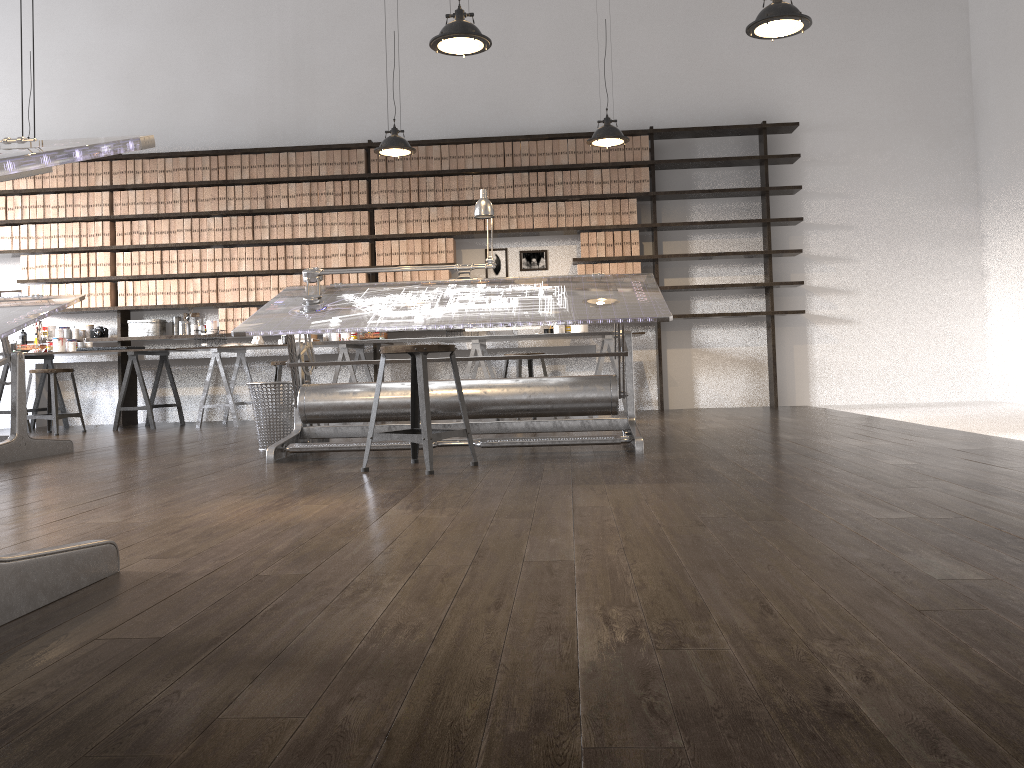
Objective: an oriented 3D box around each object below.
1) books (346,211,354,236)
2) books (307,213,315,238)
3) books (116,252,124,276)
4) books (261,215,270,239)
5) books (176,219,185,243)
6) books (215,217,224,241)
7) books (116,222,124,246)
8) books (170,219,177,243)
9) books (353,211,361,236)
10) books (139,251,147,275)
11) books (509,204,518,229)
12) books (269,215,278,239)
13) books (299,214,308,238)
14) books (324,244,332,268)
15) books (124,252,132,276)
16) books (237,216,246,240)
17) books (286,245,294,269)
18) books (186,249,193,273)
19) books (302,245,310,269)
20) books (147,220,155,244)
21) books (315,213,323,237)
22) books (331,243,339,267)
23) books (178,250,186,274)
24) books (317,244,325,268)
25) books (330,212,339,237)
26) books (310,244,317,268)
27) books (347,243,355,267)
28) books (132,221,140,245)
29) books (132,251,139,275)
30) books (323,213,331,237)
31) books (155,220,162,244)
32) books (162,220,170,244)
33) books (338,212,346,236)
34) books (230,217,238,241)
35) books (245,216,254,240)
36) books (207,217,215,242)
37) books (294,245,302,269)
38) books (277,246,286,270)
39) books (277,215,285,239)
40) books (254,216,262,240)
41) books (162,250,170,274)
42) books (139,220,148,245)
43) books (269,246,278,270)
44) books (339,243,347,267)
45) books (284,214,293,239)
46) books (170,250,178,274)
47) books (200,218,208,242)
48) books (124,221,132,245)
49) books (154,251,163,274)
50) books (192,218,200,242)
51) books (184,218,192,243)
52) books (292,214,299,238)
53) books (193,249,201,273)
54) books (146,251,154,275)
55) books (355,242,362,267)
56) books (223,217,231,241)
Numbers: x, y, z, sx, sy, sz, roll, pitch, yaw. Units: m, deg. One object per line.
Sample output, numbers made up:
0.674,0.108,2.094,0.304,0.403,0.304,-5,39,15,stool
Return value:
-1.428,-1.411,7.899,0.067,0.226,0.174,-2,-1,4,books
-1.776,-1.401,7.922,0.067,0.226,0.174,-2,-1,4,books
-3.507,-1.070,8.021,0.067,0.226,0.174,-2,-1,4,books
-2.186,-1.388,7.948,0.067,0.226,0.174,-2,-1,4,books
-2.960,-1.364,7.997,0.067,0.226,0.174,-2,-1,4,books
-2.606,-1.375,7.972,0.067,0.226,0.174,-2,-1,4,books
-3.517,-1.347,8.034,0.067,0.226,0.174,-2,-1,4,books
-3.022,-1.363,8.002,0.067,0.226,0.174,-2,-1,4,books
-1.364,-1.414,7.900,0.067,0.226,0.174,-2,-1,4,books
-3.300,-1.076,8.010,0.067,0.226,0.174,-2,-1,4,books
0.013,-1.462,7.814,0.067,0.226,0.174,-2,-1,4,books
-2.115,-1.391,7.948,0.067,0.226,0.174,-2,-1,4,books
-1.848,-1.399,7.928,0.067,0.226,0.174,-2,-1,4,books
-1.617,-1.128,7.907,0.067,0.226,0.174,-2,-1,4,books
-3.435,-1.072,8.014,0.067,0.226,0.174,-2,-1,4,books
-2.405,-1.382,7.966,0.067,0.226,0.174,-2,-1,4,books
-1.963,-1.118,7.930,0.067,0.226,0.174,-2,-1,4,books
-2.873,-1.090,7.985,0.067,0.226,0.174,-2,-1,4,books
-1.821,-1.122,7.921,0.067,0.226,0.174,-2,-1,4,books
-3.227,-1.356,8.016,0.067,0.226,0.174,-2,-1,4,books
-1.705,-1.403,7.922,0.067,0.226,0.174,-2,-1,4,books
-1.554,-1.130,7.902,0.067,0.226,0.174,-2,-1,4,books
-2.944,-1.087,7.990,0.067,0.226,0.174,-2,-1,4,books
-1.684,-1.126,7.906,0.067,0.226,0.174,-2,-1,4,books
-1.566,-1.407,7.911,0.067,0.226,0.174,-2,-1,4,books
-1.751,-1.124,7.916,0.067,0.226,0.174,-2,-1,4,books
-1.418,-1.134,7.895,0.067,0.226,0.174,-2,-1,4,books
-3.368,-1.352,8.025,0.067,0.226,0.174,-2,-1,4,books
-3.363,-1.074,8.009,0.067,0.226,0.174,-2,-1,4,books
-1.635,-1.405,7.919,0.067,0.226,0.174,-2,-1,4,books
-3.156,-1.359,8.012,0.067,0.226,0.174,-2,-1,4,books
-3.089,-1.360,8.002,0.067,0.226,0.174,-2,-1,4,books
-1.494,-1.409,7.903,0.067,0.226,0.174,-2,-1,4,books
-2.471,-1.380,7.968,0.067,0.226,0.174,-2,-1,4,books
-2.331,-1.384,7.956,0.067,0.226,0.174,-2,-1,4,books
-2.678,-1.373,7.979,0.067,0.226,0.174,-2,-1,4,books
-1.892,-1.120,7.921,0.067,0.226,0.174,-2,-1,4,books
-2.038,-1.115,7.929,0.067,0.226,0.174,-2,-1,4,books
-2.044,-1.393,7.943,0.067,0.226,0.174,-2,-1,4,books
-2.256,-1.386,7.957,0.067,0.226,0.174,-2,-1,4,books
-3.085,-1.083,7.999,0.067,0.226,0.174,-2,-1,4,books
-3.298,-1.354,8.016,0.067,0.226,0.174,-2,-1,4,books
-2.112,-1.113,7.939,0.067,0.226,0.174,-2,-1,4,books
-1.488,-1.132,7.896,0.067,0.226,0.174,-2,-1,4,books
-1.977,-1.395,7.933,0.067,0.226,0.174,-2,-1,4,books
-3.015,-1.085,7.990,0.067,0.226,0.174,-2,-1,4,books
-2.748,-1.371,7.988,0.067,0.226,0.174,-2,-1,4,books
-3.444,-1.350,8.024,0.067,0.226,0.174,-2,-1,4,books
-3.161,-1.081,7.998,0.067,0.226,0.174,-2,-1,4,books
-2.817,-1.369,7.990,0.067,0.226,0.174,-2,-1,4,books
-2.888,-1.367,7.990,0.067,0.226,0.174,-2,-1,4,books
-1.910,-1.397,7.934,0.067,0.226,0.174,-2,-1,4,books
-2.806,-1.091,7.975,0.067,0.226,0.174,-2,-1,4,books
-3.234,-1.078,8.008,0.067,0.226,0.174,-2,-1,4,books
-1.348,-1.136,7.893,0.067,0.226,0.174,-2,-1,4,books
-2.534,-1.377,7.967,0.067,0.226,0.174,-2,-1,4,books
